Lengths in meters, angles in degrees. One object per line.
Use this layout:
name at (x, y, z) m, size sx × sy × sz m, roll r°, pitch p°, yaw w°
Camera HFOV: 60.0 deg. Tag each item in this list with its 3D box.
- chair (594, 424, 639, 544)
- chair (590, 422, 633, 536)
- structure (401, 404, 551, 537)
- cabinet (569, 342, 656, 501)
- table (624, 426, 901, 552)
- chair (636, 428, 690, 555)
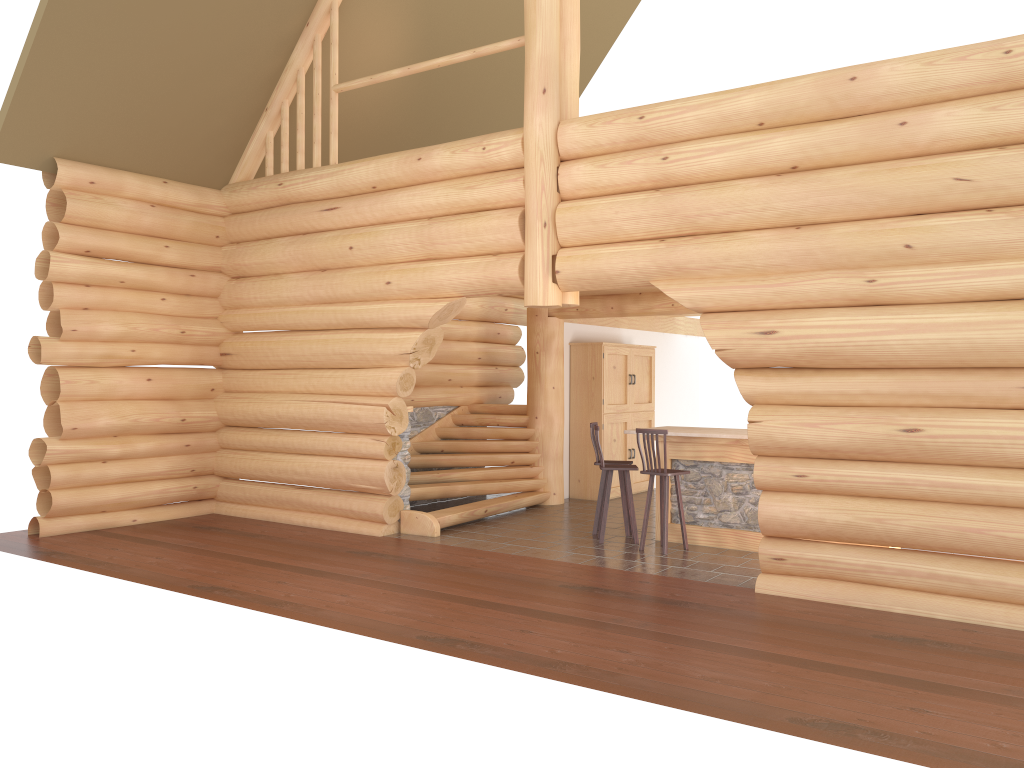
chair at (1.188, 1.133, 10.125) m, size 0.504 × 1.319 × 0.406 m, roll 0°, pitch 0°, yaw 3°
chair at (1.191, 1.130, 10.647) m, size 0.504 × 1.319 × 0.406 m, roll 0°, pitch 0°, yaw 15°
structure at (-0.872, 0.954, 12.350) m, size 1.951 × 1.643 × 3.604 m, roll 0°, pitch 0°, yaw 29°
cabinet at (1.663, 0.568, 14.315) m, size 0.670 × 2.403 × 1.847 m, roll 1°, pitch 0°, yaw 35°
table at (2.947, 1.175, 9.842) m, size 3.220 × 1.257 × 1.196 m, roll 1°, pitch 0°, yaw 35°
chair at (1.634, 1.139, 9.603) m, size 0.406 × 1.319 × 0.504 m, roll 1°, pitch 0°, yaw 45°
